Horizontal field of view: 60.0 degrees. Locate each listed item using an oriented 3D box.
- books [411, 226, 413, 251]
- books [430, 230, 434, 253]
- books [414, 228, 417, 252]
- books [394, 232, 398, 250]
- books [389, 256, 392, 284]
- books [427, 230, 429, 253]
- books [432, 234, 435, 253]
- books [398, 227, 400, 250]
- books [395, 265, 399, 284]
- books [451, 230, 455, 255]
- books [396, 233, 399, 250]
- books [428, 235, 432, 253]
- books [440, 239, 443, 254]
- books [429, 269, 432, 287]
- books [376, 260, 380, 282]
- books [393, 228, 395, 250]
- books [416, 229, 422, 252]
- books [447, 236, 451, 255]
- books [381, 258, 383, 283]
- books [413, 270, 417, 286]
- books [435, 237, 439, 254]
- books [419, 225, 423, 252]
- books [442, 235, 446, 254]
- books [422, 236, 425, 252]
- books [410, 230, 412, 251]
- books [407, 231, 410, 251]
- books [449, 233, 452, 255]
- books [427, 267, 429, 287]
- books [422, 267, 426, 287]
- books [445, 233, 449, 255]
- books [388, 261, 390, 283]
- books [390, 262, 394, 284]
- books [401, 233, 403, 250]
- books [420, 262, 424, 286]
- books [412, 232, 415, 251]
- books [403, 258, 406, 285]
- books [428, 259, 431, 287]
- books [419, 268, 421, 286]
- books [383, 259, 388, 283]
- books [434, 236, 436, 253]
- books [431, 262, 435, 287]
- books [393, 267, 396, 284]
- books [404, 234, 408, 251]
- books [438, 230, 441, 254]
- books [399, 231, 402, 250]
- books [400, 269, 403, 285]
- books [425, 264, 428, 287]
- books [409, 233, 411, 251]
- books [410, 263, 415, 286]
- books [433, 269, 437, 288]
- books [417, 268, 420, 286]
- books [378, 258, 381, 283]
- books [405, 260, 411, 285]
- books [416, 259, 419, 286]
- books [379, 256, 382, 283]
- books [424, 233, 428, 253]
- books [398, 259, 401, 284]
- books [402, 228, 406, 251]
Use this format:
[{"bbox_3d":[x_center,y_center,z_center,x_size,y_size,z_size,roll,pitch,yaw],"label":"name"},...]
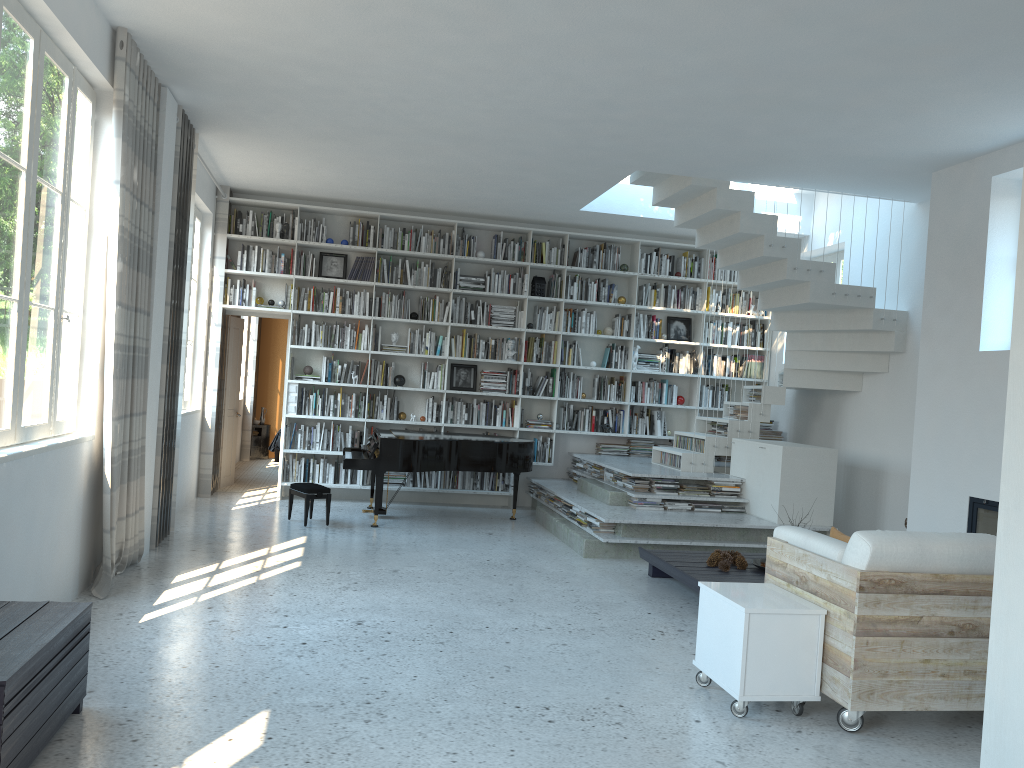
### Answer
[{"bbox_3d":[-1.106,-1.581,9.761,0.010,0.299,0.151,4,0,-11],"label":"books"},{"bbox_3d":[-0.891,-1.551,9.794,0.014,0.266,0.192,4,0,-11],"label":"books"},{"bbox_3d":[-1.067,-1.567,9.766,0.013,0.276,0.164,4,0,-11],"label":"books"},{"bbox_3d":[-1.280,-1.548,9.713,0.029,0.208,0.178,4,0,-11],"label":"books"},{"bbox_3d":[-1.337,-1.237,9.716,0.012,0.315,0.171,4,0,-11],"label":"books"},{"bbox_3d":[-0.937,-1.555,9.804,0.014,0.269,0.156,4,0,-11],"label":"books"},{"bbox_3d":[-0.876,-1.531,9.804,0.021,0.228,0.161,4,0,-11],"label":"books"},{"bbox_3d":[-1.248,-1.574,9.735,0.010,0.264,0.160,4,0,-11],"label":"books"},{"bbox_3d":[-1.269,-1.184,9.739,0.029,0.219,0.157,4,0,-11],"label":"books"},{"bbox_3d":[-0.666,-1.546,9.841,0.026,0.288,0.176,4,0,-11],"label":"books"},{"bbox_3d":[-1.261,-1.546,9.730,0.015,0.207,0.166,4,0,-11],"label":"books"},{"bbox_3d":[-0.919,-1.526,9.817,0.029,0.213,0.141,4,0,-11],"label":"books"},{"bbox_3d":[-0.790,-1.503,9.818,0.031,0.185,0.176,4,0,-11],"label":"books"},{"bbox_3d":[-0.908,-1.157,9.824,0.024,0.213,0.150,4,0,-11],"label":"books"},{"bbox_3d":[-1.468,-1.217,9.688,0.023,0.256,0.174,4,0,-11],"label":"books"},{"bbox_3d":[-1.301,-1.570,9.721,0.012,0.250,0.174,4,0,-11],"label":"books"},{"bbox_3d":[-1.035,-1.564,9.769,0.052,0.273,0.172,4,0,-11],"label":"books"},{"bbox_3d":[-0.706,-1.517,9.831,0.026,0.225,0.172,4,0,-11],"label":"books"},{"bbox_3d":[-1.427,-1.229,9.709,0.010,0.287,0.148,4,0,-11],"label":"books"},{"bbox_3d":[-1.074,-1.152,9.778,0.028,0.180,0.168,4,0,-11],"label":"books"},{"bbox_3d":[-0.838,-1.514,9.796,0.026,0.200,0.187,4,0,-11],"label":"books"},{"bbox_3d":[-1.004,-1.583,9.788,0.014,0.315,0.166,4,0,-11],"label":"books"},{"bbox_3d":[-0.763,-1.527,9.833,0.026,0.237,0.149,4,0,-11],"label":"books"},{"bbox_3d":[-0.985,-1.519,9.786,0.031,0.190,0.181,4,0,-11],"label":"books"},{"bbox_3d":[-1.119,-1.559,9.757,0.013,0.251,0.183,4,0,-11],"label":"books"},{"bbox_3d":[-1.145,-1.552,9.759,0.013,0.234,0.154,4,0,-11],"label":"books"},{"bbox_3d":[-0.687,-1.537,9.842,0.014,0.267,0.171,4,0,-11],"label":"books"},{"bbox_3d":[-0.935,-1.168,9.808,0.013,0.231,0.141,4,0,-11],"label":"books"},{"bbox_3d":[-0.976,-1.168,9.784,0.021,0.226,0.191,4,0,-11],"label":"books"},{"bbox_3d":[-0.736,-1.537,9.846,0.029,0.261,0.151,4,0,-11],"label":"books"},{"bbox_3d":[-1.352,-1.211,9.723,0.011,0.260,0.157,4,0,-11],"label":"books"},{"bbox_3d":[-1.319,-1.199,9.722,0.031,0.242,0.181,4,0,-11],"label":"books"},{"bbox_3d":[-1.218,-1.547,9.759,0.012,0.216,0.150,4,0,-11],"label":"books"},{"bbox_3d":[-1.002,-1.200,9.803,0.026,0.286,0.137,4,0,-11],"label":"books"},{"bbox_3d":[-1.092,-1.549,9.777,0.029,0.235,0.130,4,0,-11],"label":"books"},{"bbox_3d":[-1.193,-1.227,9.771,0.013,0.315,0.135,4,0,-11],"label":"books"},{"bbox_3d":[-0.918,-1.208,9.799,0.011,0.313,0.183,4,0,-11],"label":"books"},{"bbox_3d":[-1.019,-1.162,9.787,0.010,0.208,0.173,4,0,-11],"label":"books"},{"bbox_3d":[-1.391,-1.221,9.723,0.067,0.274,0.168,4,0,-11],"label":"books"},{"bbox_3d":[-0.857,-1.518,9.795,0.013,0.207,0.178,4,0,-11],"label":"books"},{"bbox_3d":[-0.883,-1.194,9.830,0.022,0.290,0.146,4,0,-11],"label":"books"},{"bbox_3d":[-1.297,-1.177,9.741,0.024,0.201,0.153,4,0,-11],"label":"books"},{"bbox_3d":[-1.168,-1.537,9.758,0.030,0.201,0.152,4,0,-11],"label":"books"},{"bbox_3d":[-0.809,-1.555,9.819,0.013,0.285,0.159,4,0,-11],"label":"books"},{"bbox_3d":[-1.237,-1.558,9.763,0.025,0.235,0.129,4,0,-11],"label":"books"},{"bbox_3d":[-1.219,-1.162,9.759,0.034,0.180,0.160,4,0,-11],"label":"books"},{"bbox_3d":[-0.954,-1.184,9.807,0.028,0.261,0.135,4,0,-11],"label":"books"},{"bbox_3d":[-1.132,-1.542,9.754,0.011,0.216,0.160,4,0,-11],"label":"books"},{"bbox_3d":[-1.099,-1.196,9.779,0.027,0.265,0.168,4,0,-11],"label":"books"},{"bbox_3d":[-0.857,-1.156,9.815,0.030,0.218,0.182,4,0,-11],"label":"books"},{"bbox_3d":[-1.041,-1.165,9.810,0.024,0.212,0.128,4,0,-11],"label":"books"},{"bbox_3d":[-1.452,-1.229,9.706,0.013,0.283,0.158,4,0,-11],"label":"books"},{"bbox_3d":[-1.146,-1.209,9.754,0.075,0.285,0.178,4,0,-11],"label":"books"},{"bbox_3d":[-1.051,-1.214,9.781,0.012,0.308,0.145,4,0,-11],"label":"books"},{"bbox_3d":[-1.442,-1.241,9.729,0.014,0.309,0.130,4,0,-11],"label":"books"},{"bbox_3d":[-0.957,-1.540,9.799,0.026,0.236,0.134,4,0,-11],"label":"books"},{"bbox_3d":[-1.241,-1.220,9.743,0.023,0.293,0.155,4,0,-11],"label":"books"},{"bbox_3d":[-1.196,-1.572,9.761,0.028,0.268,0.151,4,0,-11],"label":"books"}]
